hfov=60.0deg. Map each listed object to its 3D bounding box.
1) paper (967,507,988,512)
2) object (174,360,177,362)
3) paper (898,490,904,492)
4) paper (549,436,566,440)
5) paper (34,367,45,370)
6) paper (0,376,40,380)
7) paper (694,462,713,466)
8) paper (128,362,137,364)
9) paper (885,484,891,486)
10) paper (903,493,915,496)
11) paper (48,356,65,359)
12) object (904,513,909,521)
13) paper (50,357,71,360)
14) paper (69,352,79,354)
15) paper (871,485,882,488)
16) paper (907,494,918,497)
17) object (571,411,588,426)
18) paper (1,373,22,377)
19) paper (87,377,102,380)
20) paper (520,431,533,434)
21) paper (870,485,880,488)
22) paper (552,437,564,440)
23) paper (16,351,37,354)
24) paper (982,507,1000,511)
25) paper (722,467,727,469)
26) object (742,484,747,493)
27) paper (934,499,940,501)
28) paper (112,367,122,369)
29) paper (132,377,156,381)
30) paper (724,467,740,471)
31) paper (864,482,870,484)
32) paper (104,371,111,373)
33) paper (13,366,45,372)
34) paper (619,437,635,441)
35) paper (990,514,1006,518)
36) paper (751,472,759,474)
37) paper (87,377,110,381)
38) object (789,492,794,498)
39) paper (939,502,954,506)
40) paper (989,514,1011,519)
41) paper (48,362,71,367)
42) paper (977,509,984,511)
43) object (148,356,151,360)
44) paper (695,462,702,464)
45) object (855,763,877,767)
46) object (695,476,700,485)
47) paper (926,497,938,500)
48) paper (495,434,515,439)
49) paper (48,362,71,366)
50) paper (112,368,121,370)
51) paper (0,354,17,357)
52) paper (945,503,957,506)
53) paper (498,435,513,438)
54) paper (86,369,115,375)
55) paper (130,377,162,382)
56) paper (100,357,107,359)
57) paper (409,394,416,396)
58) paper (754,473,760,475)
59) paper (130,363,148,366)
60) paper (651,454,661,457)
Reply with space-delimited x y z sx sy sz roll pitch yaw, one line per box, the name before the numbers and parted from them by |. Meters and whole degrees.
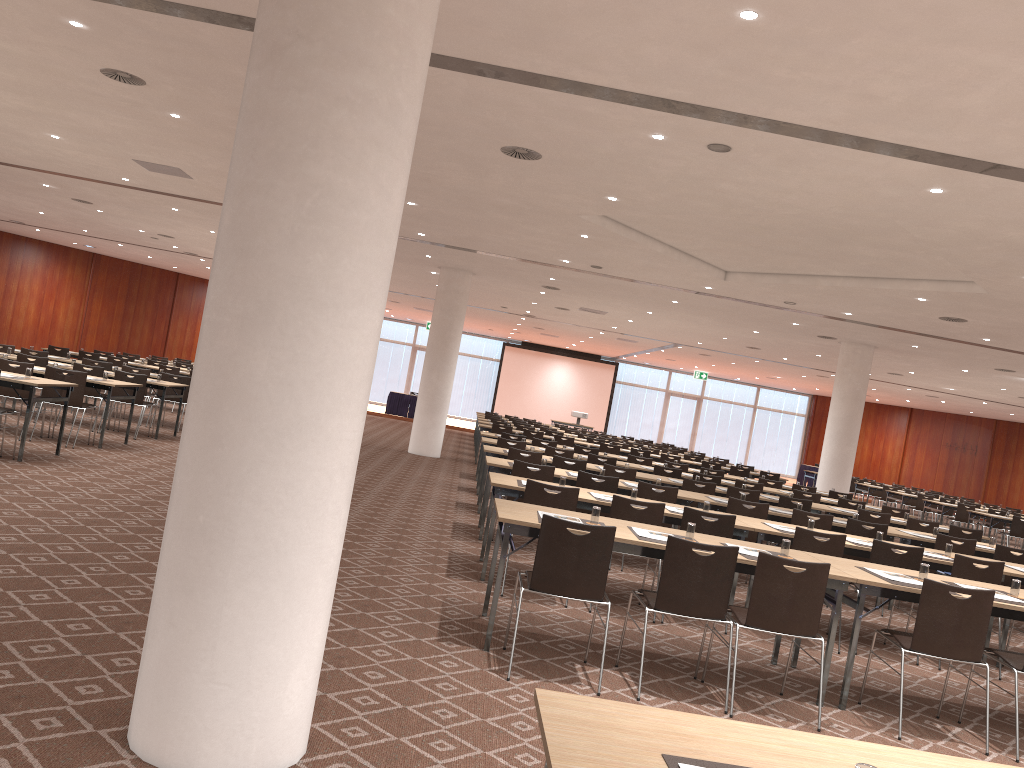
paper | 11.490 3.093 21.802 0.460 0.003 0.565 10 -1 -5
object | -8.723 -0.561 22.966 0.054 0.114 0.054 10 0 -36
paper | 11.274 3.104 25.870 0.283 0.006 0.398 10 -1 1
paper | 1.046 1.195 19.312 0.460 0.003 0.565 10 -1 -1
paper | -6.189 -0.203 11.523 0.283 0.006 0.398 10 -1 -3
paper | -5.425 -0.089 9.516 0.460 0.003 0.565 10 -1 -6
paper | 4.247 1.769 19.475 0.460 0.003 0.565 10 -1 -3
paper | -8.144 -0.455 18.924 0.283 0.006 0.398 10 -1 -3
paper | 12.682 3.409 29.923 0.283 0.006 0.398 10 -1 0
paper | 10.700 2.975 23.838 0.283 0.006 0.398 10 -1 -3
paper | -7.972 -0.470 15.454 0.283 0.006 0.398 10 -1 -1
object | 5.383 1.815 12.104 0.054 0.114 0.054 10 0 -36
paper | -7.934 -0.460 15.402 0.460 0.003 0.565 10 -1 -2
paper | -9.342 -0.666 18.834 0.460 0.003 0.565 10 -1 -2
paper | 10.612 2.986 25.841 0.283 0.006 0.398 10 -1 -3
paper | 10.779 2.992 23.770 0.460 0.003 0.565 10 -1 -1
object | 2.463 1.262 32.670 0.576 0.472 0.614 10 -1 -3
paper | -5.470 -0.100 9.563 0.283 0.006 0.398 10 -1 -5
paper | -5.530 -0.085 11.538 0.283 0.006 0.398 10 -1 -4
paper | 0.326 1.063 19.330 0.283 0.006 0.398 10 -1 -2
paper | 10.656 2.996 25.752 0.460 0.003 0.565 10 -1 -4
paper | 0.990 1.182 19.374 0.283 0.006 0.398 10 -1 -3
paper | -8.531 -0.567 15.352 0.460 0.003 0.565 10 -1 -2
paper | 13.013 3.393 23.868 0.460 0.003 0.565 10 -1 -5
paper | 4.845 1.876 19.483 0.460 0.003 0.565 10 -1 -1
object | 3.139 1.413 12.002 0.054 0.114 0.054 10 0 -14
paper | 11.423 3.108 23.798 0.460 0.003 0.565 10 -1 -2
paper | -7.025 -0.300 15.521 0.283 0.006 0.398 10 -1 -2
paper | -5.622 -0.075 13.563 0.283 0.006 0.398 10 -1 -3
paper | 4.839 1.872 19.546 0.283 0.006 0.398 10 -1 -6
paper | 11.159 3.110 27.854 0.283 0.006 0.398 10 -1 -5
paper | -6.267 -0.191 13.536 0.283 0.006 0.398 10 -1 -3
paper | -6.124 -0.188 11.479 0.460 0.003 0.565 10 -1 -1
paper | 3.790 1.818 29.433 0.460 0.003 0.565 10 -1 -3
paper | 10.898 2.958 19.831 0.283 0.006 0.398 10 -1 -2
paper | 5.435 1.979 19.568 0.283 0.006 0.398 10 -1 -3
paper | -5.507 -0.078 11.502 0.460 0.003 0.565 10 -1 -3
object | 3.784 1.529 12.030 0.054 0.114 0.054 10 0 31
paper | 10.841 2.977 21.763 0.460 0.003 0.565 10 -1 -5
paper | 10.959 2.972 19.784 0.460 0.003 0.565 10 -1 -2
paper | -6.836 -0.290 13.413 0.460 0.003 0.565 10 -1 -2
paper | 11.453 3.084 21.872 0.283 0.006 0.398 10 -1 -6
object | -9.366 -0.677 22.927 0.054 0.114 0.054 10 0 -36
paper | 4.169 1.752 19.531 0.283 0.006 0.398 10 -1 -1
object | 0.728 0.849 1.830 0.054 0.114 0.054 10 0 -36
object | 2.503 1.299 11.980 0.054 0.114 0.054 10 0 -14
paper | 11.361 3.094 23.870 0.283 0.006 0.398 10 -1 -6
paper | -0.077 0.948 15.741 0.460 0.003 0.565 10 -1 -1
paper | -6.904 -0.305 13.510 0.283 0.006 0.398 10 -1 -1
paper | -6.940 -0.282 15.436 0.460 0.003 0.565 10 -1 -5
paper | -7.810 -0.464 13.406 0.460 0.003 0.565 10 -1 0
paper | 10.826 2.972 21.861 0.283 0.006 0.398 10 -1 -2
paper | -0.117 0.938 15.845 0.283 0.006 0.398 10 -1 -3
paper | -6.250 -0.184 13.473 0.460 0.003 0.565 10 -1 -5
paper | -5.595 -0.067 13.512 0.460 0.003 0.565 10 -1 -3
paper | -8.740 -0.561 18.933 0.283 0.006 0.398 10 -1 0
paper | -3.577 0.416 32.670 0.460 0.003 0.565 10 -1 -3
paper | 5.504 1.994 19.523 0.460 0.003 0.565 10 -1 -6
paper | -8.050 -0.434 18.904 0.460 0.003 0.565 10 -1 -1
paper | 3.235 1.584 19.474 0.283 0.006 0.398 10 -1 -3
